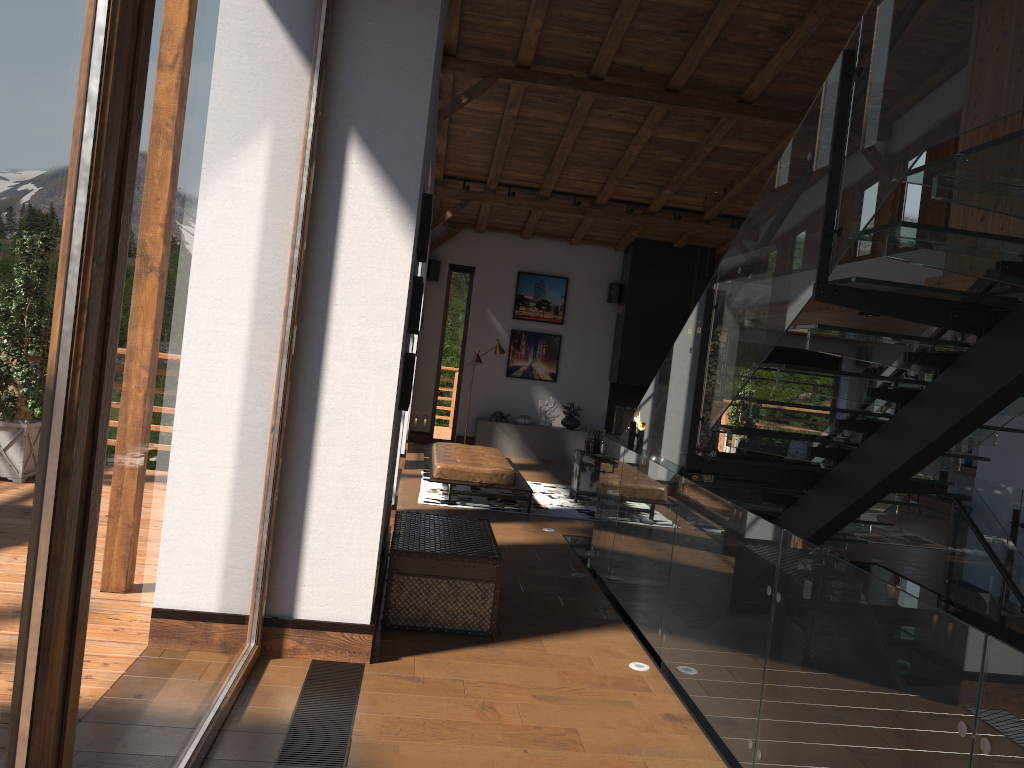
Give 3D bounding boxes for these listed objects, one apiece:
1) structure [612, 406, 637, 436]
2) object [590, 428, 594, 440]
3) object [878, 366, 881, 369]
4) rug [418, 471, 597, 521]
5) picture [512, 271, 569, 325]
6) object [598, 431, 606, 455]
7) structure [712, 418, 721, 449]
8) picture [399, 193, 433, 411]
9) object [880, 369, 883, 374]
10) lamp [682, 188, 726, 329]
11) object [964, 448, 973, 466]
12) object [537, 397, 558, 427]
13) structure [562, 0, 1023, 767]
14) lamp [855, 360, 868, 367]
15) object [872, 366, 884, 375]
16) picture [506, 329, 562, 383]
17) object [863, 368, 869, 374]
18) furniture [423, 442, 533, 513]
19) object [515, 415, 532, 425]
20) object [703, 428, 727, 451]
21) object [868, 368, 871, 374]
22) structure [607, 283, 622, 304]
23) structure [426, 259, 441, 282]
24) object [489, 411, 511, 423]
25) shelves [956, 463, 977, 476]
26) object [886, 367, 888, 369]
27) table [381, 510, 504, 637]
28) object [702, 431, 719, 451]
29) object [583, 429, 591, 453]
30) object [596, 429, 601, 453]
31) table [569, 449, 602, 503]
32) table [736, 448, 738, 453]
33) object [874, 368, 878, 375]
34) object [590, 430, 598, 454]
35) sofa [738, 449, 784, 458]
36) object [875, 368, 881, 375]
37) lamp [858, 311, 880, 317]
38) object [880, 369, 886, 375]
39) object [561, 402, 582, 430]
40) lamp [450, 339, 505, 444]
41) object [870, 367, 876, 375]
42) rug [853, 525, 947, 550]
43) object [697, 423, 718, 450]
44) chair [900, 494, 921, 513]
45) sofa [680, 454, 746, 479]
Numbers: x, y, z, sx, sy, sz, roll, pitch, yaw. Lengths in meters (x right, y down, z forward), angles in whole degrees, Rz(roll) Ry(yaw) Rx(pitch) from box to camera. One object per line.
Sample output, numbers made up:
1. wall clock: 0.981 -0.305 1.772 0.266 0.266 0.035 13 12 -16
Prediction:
1. structure: 2.223 0.683 15.023 0.985 0.514 0.183 6 1 -7
2. object: 0.977 0.685 10.825 0.087 0.286 0.087 7 1 4
3. object: 6.665 0.479 16.272 0.111 1.621 0.072 7 1 -7
4. rug: 0.790 1.392 10.720 3.817 0.053 2.427 7 2 -6
5. picture: 0.489 -1.464 15.137 0.882 0.816 0.036 7 1 -7
6. object: 1.096 0.704 10.672 0.088 0.286 0.086 6 1 -29
7. structure: 3.334 0.251 15.275 0.503 2.616 0.511 7 1 -6
8. picture: -0.617 -0.507 5.706 0.059 1.312 0.772 7 1 -6
9. object: 6.606 0.342 16.006 0.059 1.249 0.120 6 1 -24
10. lamp: 2.697 -1.662 12.510 0.263 2.201 0.798 6 1 -15
11. object: 6.795 0.786 13.271 0.271 0.862 0.112 8 1 39
12. object: 0.583 0.462 14.866 0.262 0.532 0.422 6 2 -38
13. structure: -0.068 1.176 3.232 9.234 6.396 11.002 7 2 -6
14. lamp: 6.704 -0.509 16.944 0.214 0.349 0.213 7 1 -6
15. object: 6.591 0.473 16.198 0.255 1.621 0.103 6 1 -11
16. picture: 0.374 -0.476 15.153 0.882 0.816 0.036 7 1 -7
17. object: 6.492 0.314 16.426 0.122 1.249 0.058 6 1 -25
18. furniture: -0.488 1.048 10.756 1.178 0.436 2.753 7 2 -6
19. object: 0.194 0.596 14.913 0.281 0.160 0.258 7 2 -4
20. object: 2.681 0.833 11.968 0.405 0.808 0.621 7 1 5
21. object: 6.561 0.321 16.471 0.059 1.249 0.120 6 1 -24
22. structure: 1.757 -1.552 15.208 0.214 0.349 0.213 7 1 -6
23. structure: -1.310 -1.899 14.828 0.214 0.349 0.213 7 1 -6
24. object: -0.194 0.541 14.845 0.401 0.183 0.229 8 2 37
25. shelves: 6.813 1.177 13.778 0.613 0.988 6.630 7 2 -5
26. object: 6.717 0.493 16.055 0.111 1.621 0.072 7 1 -7
27. table: -0.463 1.200 5.802 0.686 0.469 1.252 7 2 -6
28. object: 3.349 1.188 14.994 0.270 0.795 0.261 6 1 -23
29. object: 0.923 0.682 10.720 0.087 0.286 0.087 7 1 6
30. object: 1.039 0.695 10.751 0.088 0.286 0.087 6 1 -29
31. table: 0.955 1.131 10.749 0.406 0.609 0.416 7 1 -6
32. table: 3.837 1.352 14.302 0.406 0.609 0.416 7 1 -6
33. object: 6.583 0.331 16.239 0.059 1.249 0.120 6 1 -24
34. object: 0.994 0.692 10.663 0.086 0.286 0.088 7 1 33
35. sofa: 4.234 1.333 12.778 1.243 0.838 2.560 7 2 -7
36. object: 6.540 0.334 16.012 0.120 1.249 0.059 7 1 41
37. lamp: 4.309 -0.851 10.686 0.156 0.068 0.260 7 2 -6
38. object: 6.547 0.341 15.800 0.059 1.249 0.120 6 1 -39
39. object: 1.005 0.535 14.985 0.339 0.455 0.336 7 1 19
40. lamp: -0.601 0.198 13.905 0.524 1.898 1.330 7 1 15
41. object: 6.615 0.485 16.408 0.115 1.606 0.095 7 1 -7
42. rug: 3.778 1.694 12.198 2.437 0.053 4.036 7 2 -5
43. object: 3.326 0.256 15.284 0.495 2.611 0.465 7 1 -7
44. chair: 6.083 1.598 13.628 0.442 0.716 0.441 7 1 -2
45. sofa: 2.532 1.211 10.422 2.573 0.838 1.236 6 2 -7
